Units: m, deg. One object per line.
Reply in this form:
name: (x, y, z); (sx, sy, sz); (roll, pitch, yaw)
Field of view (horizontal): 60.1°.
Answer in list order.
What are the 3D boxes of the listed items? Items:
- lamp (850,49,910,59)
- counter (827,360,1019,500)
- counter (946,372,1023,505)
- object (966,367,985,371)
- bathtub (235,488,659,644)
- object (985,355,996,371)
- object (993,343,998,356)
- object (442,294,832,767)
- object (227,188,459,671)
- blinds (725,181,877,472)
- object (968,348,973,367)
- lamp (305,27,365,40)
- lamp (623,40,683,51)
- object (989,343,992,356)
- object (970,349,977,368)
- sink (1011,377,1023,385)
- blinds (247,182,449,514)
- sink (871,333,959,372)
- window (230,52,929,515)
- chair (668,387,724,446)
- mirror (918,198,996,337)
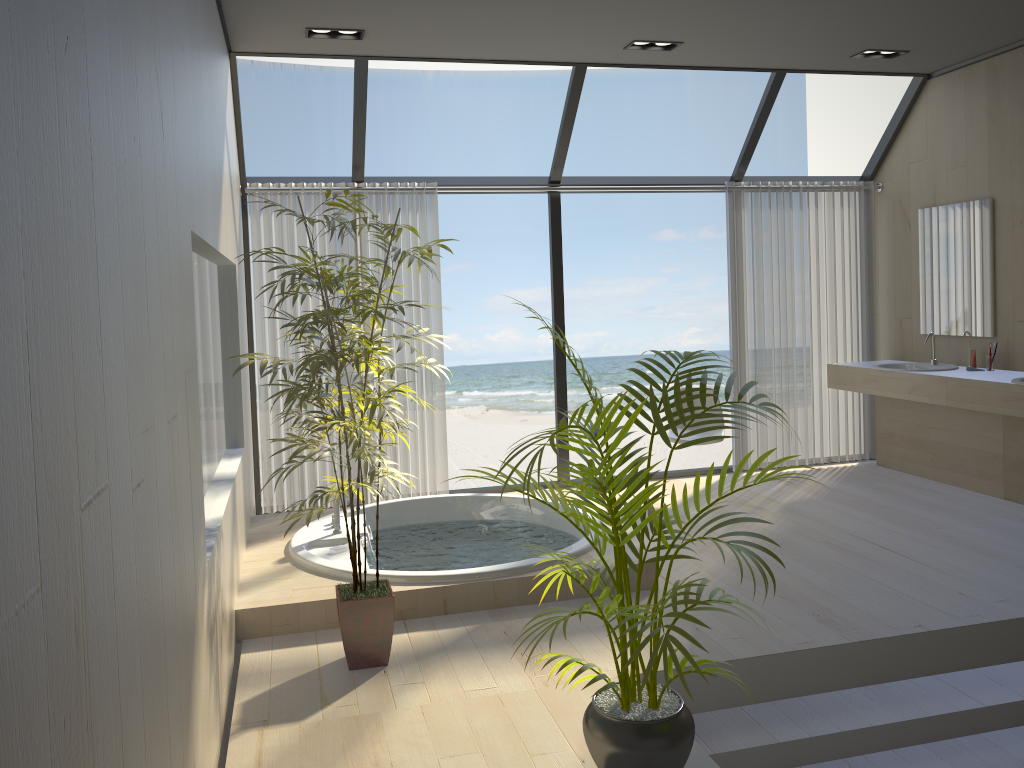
lamp: (2.264, -2.083, 5.452); (0.301, 0.112, 0.164); (-3, 5, -14)
counter: (2.714, 0.282, 5.925); (0.551, 0.788, 1.209); (-3, 5, -14)
counter: (3.009, 0.385, 4.756); (0.551, 0.788, 1.209); (-3, 5, -14)
object: (2.879, -0.093, 5.499); (0.104, 0.029, 0.033); (1, 5, 26)
bathtub: (-0.425, 0.851, 4.560); (1.822, 0.696, 1.652); (-3, 5, -14)
object: (2.972, -0.128, 5.499); (0.058, 0.100, 0.058); (-2, 3, -7)
object: (2.986, -0.170, 5.494); (0.054, 0.175, 0.012); (-2, 2, 11)
object: (0.365, 0.413, 2.410); (1.066, 1.342, 0.874); (-4, 4, -25)
object: (-0.636, 0.167, 3.267); (0.786, 1.752, 0.938); (-2, 3, 11)
blinds: (2.122, -0.438, 6.468); (1.183, 2.066, 0.084); (-3, 2, -14)
object: (2.945, -0.162, 5.679); (0.039, 0.134, 0.039); (0, 3, 35)
lamp: (-0.933, -1.892, 4.651); (0.301, 0.112, 0.164); (-3, 5, -14)
lamp: (0.809, -1.996, 5.088); (0.301, 0.112, 0.164); (-3, 5, -14)
object: (2.957, -0.168, 5.470); (0.012, 0.177, 0.050); (-1, 3, 25)
object: (2.903, -0.151, 5.573); (0.039, 0.134, 0.039); (0, 3, 35)
sink: (2.956, -0.022, 4.696); (0.504, 0.418, 0.575); (-3, 4, -11)
blinds: (-1.032, -0.250, 5.678); (1.183, 2.066, 0.084); (-3, 2, -14)
sink: (2.662, -0.125, 5.866); (0.504, 0.418, 0.575); (-3, 4, -11)
window: (0.588, -0.669, 5.875); (4.563, 2.807, 0.746); (-3, 3, -14)
chair: (1.223, 0.217, 5.898); (0.369, 0.346, 0.456); (-1, 4, 14)
mirror: (2.935, -0.756, 5.865); (0.023, 0.866, 0.655); (-3, 3, -14)
